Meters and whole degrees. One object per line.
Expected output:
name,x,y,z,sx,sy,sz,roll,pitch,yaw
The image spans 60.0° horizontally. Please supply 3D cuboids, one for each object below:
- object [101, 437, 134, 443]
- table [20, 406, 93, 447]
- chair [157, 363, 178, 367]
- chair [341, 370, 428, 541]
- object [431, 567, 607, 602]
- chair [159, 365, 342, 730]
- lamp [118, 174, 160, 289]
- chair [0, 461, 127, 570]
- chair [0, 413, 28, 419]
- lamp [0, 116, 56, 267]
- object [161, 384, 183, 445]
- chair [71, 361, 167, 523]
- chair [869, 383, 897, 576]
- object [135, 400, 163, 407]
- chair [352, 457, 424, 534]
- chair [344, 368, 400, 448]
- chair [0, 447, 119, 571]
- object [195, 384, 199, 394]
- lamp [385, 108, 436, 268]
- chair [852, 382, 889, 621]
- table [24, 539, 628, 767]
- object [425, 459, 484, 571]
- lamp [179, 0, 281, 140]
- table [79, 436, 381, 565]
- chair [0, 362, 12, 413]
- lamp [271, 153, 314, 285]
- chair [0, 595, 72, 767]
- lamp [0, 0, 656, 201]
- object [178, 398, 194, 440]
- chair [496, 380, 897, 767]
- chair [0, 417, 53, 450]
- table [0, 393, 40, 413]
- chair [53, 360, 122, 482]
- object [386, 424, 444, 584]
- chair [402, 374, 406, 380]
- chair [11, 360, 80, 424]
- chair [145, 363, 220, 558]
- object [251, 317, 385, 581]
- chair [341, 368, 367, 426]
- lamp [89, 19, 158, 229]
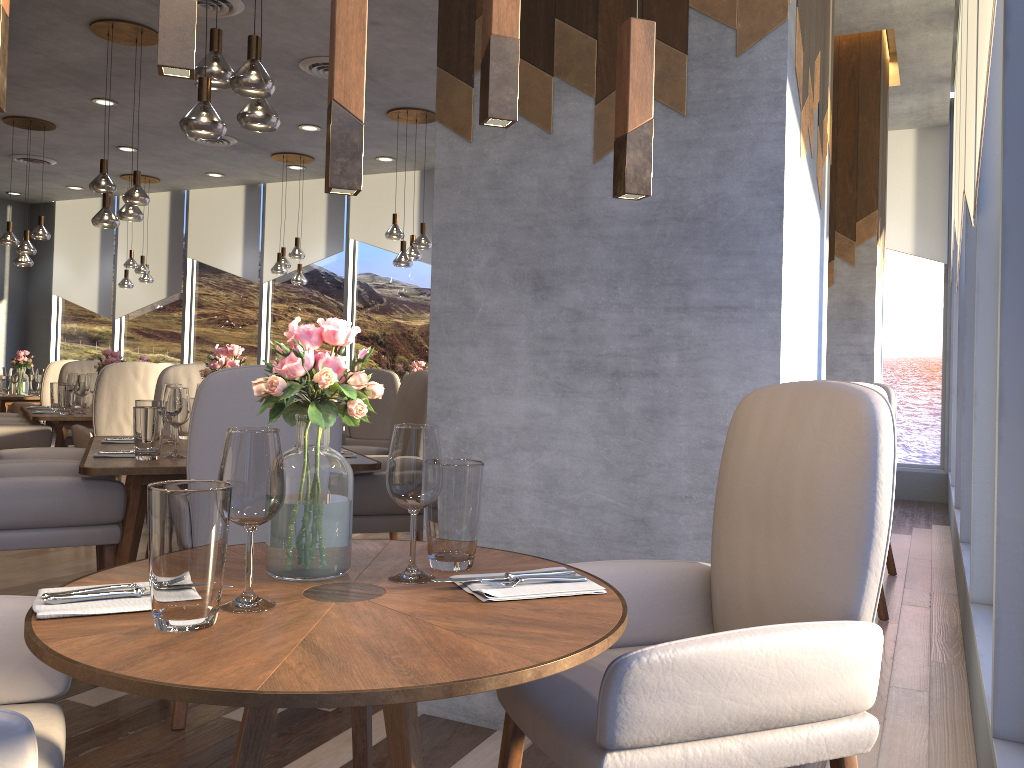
object,-1.553,0.229,3.656,0.255,0.019,0.157,1,1,-21
table,-2.684,0.512,5.852,0.964,0.666,1.307,2,0,-31
chair,-4.126,0.251,10.187,0.600,1.001,0.528,1,-1,39
chair,-0.662,0.427,4.011,0.599,1.001,0.528,2,-1,-26
object,0.003,0.306,1.376,0.255,0.019,0.157,1,1,-22
chair,-0.812,0.439,2.739,0.528,1.001,0.600,2,-1,-27
lamp,-4.468,-1.798,10.597,0.439,1.327,0.439,1,-1,25
chair,-1.634,0.412,2.970,0.599,1.001,0.528,2,-1,-28
chair,-3.410,0.326,5.762,0.599,1.001,0.528,2,-1,-28
lamp,-4.518,-1.770,8.254,0.439,1.327,0.439,2,-1,-26
object,-1.388,0.122,3.620,0.092,0.244,0.092,1,-1,21
chair,-2.246,0.368,5.148,0.528,1.001,0.600,2,-1,-34
chair,1.694,0.486,4.740,0.599,1.001,0.528,2,-1,-21
object,-1.448,0.154,3.527,0.102,0.178,0.102,1,-1,15
chair,-0.439,0.440,3.492,0.599,1.001,0.528,2,-1,-21
chair,-1.038,0.379,7.022,0.528,1.001,0.599,2,-1,7
chair,-1.878,0.399,3.484,0.599,1.001,0.528,2,-1,-21
object,-1.318,0.122,3.807,0.092,0.244,0.092,1,-1,28
lamp,-0.879,-1.658,7.646,0.439,1.327,0.439,1,-1,28
chair,1.308,0.485,3.918,0.528,1.001,0.599,2,-1,-17
table,-0.258,0.640,1.309,0.834,0.662,0.833,2,0,17
object,-0.101,0.221,1.506,0.102,0.178,0.102,2,-1,-16
lamp,-1.082,-1.613,3.499,0.439,1.327,0.439,1,-1,11
table,-1.151,0.585,3.479,0.964,0.666,1.307,2,0,-24
chair,-5.210,0.237,8.774,0.600,1.001,0.528,1,-1,45
lamp,-2.327,-1.720,9.325,0.439,1.327,0.439,1,-1,18
chair,-0.893,0.457,1.103,0.599,1.001,0.528,2,-1,-21
lamp,-0.231,-1.260,1.377,1.160,1.932,0.118,2,-1,-19
object,-1.410,0.151,3.866,0.102,0.178,0.102,2,-1,6
chair,0.310,0.486,1.553,0.599,1.001,0.528,2,-1,-22
chair,-3.103,0.341,5.282,0.599,1.001,0.528,2,-1,-36
table,-4.572,0.428,8.228,1.307,0.666,0.964,2,0,42
chair,-3.131,0.325,6.562,0.528,1.001,0.600,2,-1,-28
object,-0.156,0.188,1.413,0.092,0.244,0.092,2,-1,-42
chair,-0.881,0.370,8.172,0.528,1.001,0.599,2,-1,6
chair,-3.956,0.287,7.669,0.600,1.001,0.528,1,-1,39
chair,-1.501,0.400,4.243,0.528,1.001,0.599,2,-1,-21
object,-0.318,0.098,1.424,0.210,0.416,0.198,2,-1,3
chair,-1.845,0.327,9.335,0.599,1.001,0.528,2,-1,-8
lamp,-2.597,-1.686,5.907,0.439,1.327,0.439,1,-1,31
